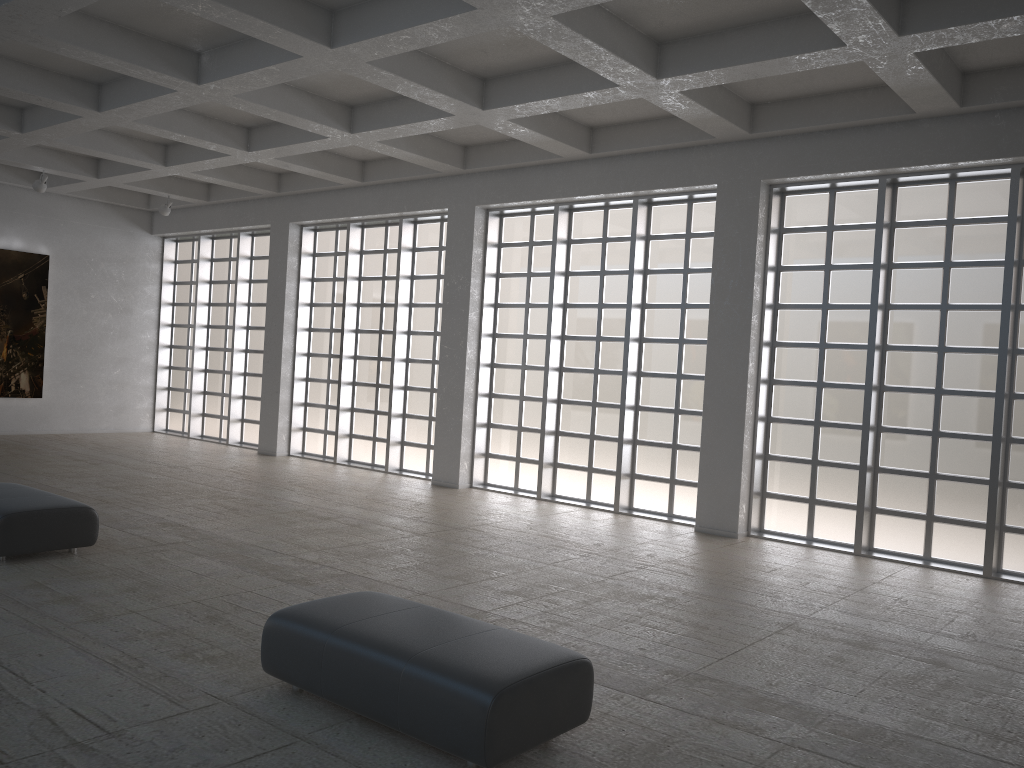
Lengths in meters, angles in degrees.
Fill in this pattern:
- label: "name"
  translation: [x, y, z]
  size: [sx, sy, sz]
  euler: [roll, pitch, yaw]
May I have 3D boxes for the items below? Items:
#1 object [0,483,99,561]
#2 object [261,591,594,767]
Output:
- label: "object"
  translation: [-8.291, 2.201, 14.581]
  size: [3.044, 0.828, 1.616]
  euler: [4, 1, 39]
- label: "object"
  translation: [-0.884, 2.753, 8.625]
  size: [3.044, 0.828, 1.616]
  euler: [4, 1, 39]
